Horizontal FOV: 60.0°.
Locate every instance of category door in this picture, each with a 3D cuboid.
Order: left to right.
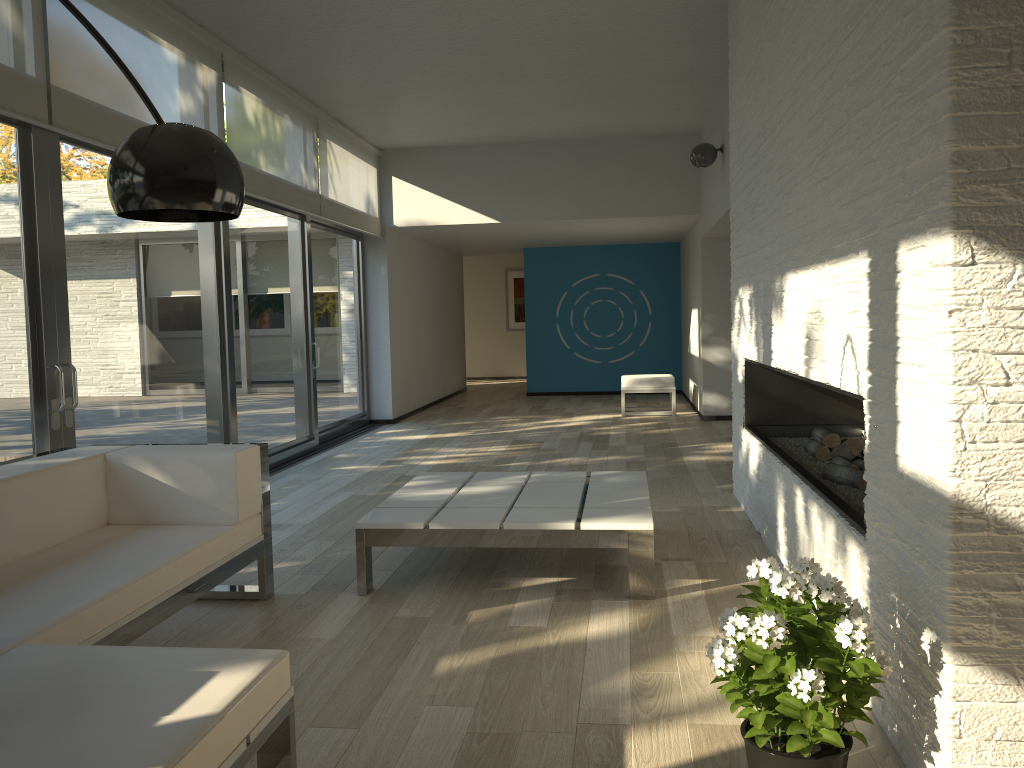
[{"bbox_3d":[-1.101,-0.289,5.933,19.439,2.372,22.967,-1,4,7],"label":"door"}]

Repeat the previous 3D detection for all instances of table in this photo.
[{"bbox_3d":[0.035,0.671,4.203,1.220,0.305,1.221,-1,4,7],"label":"table"}]

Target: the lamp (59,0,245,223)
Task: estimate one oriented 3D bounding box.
[{"bbox_3d":[-1.281,0.031,1.488,1.754,2.022,0.283,-5,5,-40],"label":"lamp"}]

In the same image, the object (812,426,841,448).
[{"bbox_3d":[1.528,0.257,4.314,0.082,0.073,0.237,-1,4,6],"label":"object"}]

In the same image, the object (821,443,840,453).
[{"bbox_3d":[1.562,0.321,4.303,0.076,0.076,0.236,-1,4,6],"label":"object"}]

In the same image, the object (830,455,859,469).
[{"bbox_3d":[1.423,0.360,3.793,0.075,0.074,0.246,-1,4,6],"label":"object"}]

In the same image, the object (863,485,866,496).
[{"bbox_3d":[1.352,0.402,3.229,0.075,0.074,0.246,-1,4,6],"label":"object"}]

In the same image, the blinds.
[{"bbox_3d":[-2.180,-1.676,4.118,0.056,0.983,11.539,-1,4,7],"label":"blinds"}]

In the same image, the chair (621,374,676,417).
[{"bbox_3d":[1.591,0.125,10.401,0.611,0.442,0.611,-1,4,7],"label":"chair"}]

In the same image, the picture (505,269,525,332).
[{"bbox_3d":[0.556,-1.614,16.947,1.378,1.190,0.017,-1,3,7],"label":"picture"}]

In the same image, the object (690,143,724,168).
[{"bbox_3d":[1.617,-1.873,7.261,0.315,0.203,0.201,-1,4,7],"label":"object"}]

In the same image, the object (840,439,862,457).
[{"bbox_3d":[1.642,0.319,4.303,0.082,0.073,0.237,-1,4,6],"label":"object"}]

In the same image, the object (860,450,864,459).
[{"bbox_3d":[1.539,0.315,3.797,0.064,0.060,0.229,-1,4,8],"label":"object"}]

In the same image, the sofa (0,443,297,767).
[{"bbox_3d":[-1.239,0.650,2.524,1.545,0.654,2.406,-1,4,7],"label":"sofa"}]

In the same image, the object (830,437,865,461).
[{"bbox_3d":[1.471,0.304,3.884,0.093,0.170,0.272,-1,4,6],"label":"object"}]

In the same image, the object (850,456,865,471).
[{"bbox_3d":[1.495,0.360,3.770,0.076,0.076,0.236,-1,4,6],"label":"object"}]

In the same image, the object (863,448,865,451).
[{"bbox_3d":[1.486,0.326,3.600,0.064,0.165,0.226,-1,4,6],"label":"object"}]

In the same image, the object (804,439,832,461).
[{"bbox_3d":[1.490,0.321,4.325,0.075,0.074,0.246,-1,4,6],"label":"object"}]

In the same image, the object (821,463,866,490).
[{"bbox_3d":[1.363,0.375,3.608,0.075,0.074,0.246,-2,4,-14],"label":"object"}]

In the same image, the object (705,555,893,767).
[{"bbox_3d":[0.649,0.684,2.018,0.405,0.570,0.431,1,4,29],"label":"object"}]
